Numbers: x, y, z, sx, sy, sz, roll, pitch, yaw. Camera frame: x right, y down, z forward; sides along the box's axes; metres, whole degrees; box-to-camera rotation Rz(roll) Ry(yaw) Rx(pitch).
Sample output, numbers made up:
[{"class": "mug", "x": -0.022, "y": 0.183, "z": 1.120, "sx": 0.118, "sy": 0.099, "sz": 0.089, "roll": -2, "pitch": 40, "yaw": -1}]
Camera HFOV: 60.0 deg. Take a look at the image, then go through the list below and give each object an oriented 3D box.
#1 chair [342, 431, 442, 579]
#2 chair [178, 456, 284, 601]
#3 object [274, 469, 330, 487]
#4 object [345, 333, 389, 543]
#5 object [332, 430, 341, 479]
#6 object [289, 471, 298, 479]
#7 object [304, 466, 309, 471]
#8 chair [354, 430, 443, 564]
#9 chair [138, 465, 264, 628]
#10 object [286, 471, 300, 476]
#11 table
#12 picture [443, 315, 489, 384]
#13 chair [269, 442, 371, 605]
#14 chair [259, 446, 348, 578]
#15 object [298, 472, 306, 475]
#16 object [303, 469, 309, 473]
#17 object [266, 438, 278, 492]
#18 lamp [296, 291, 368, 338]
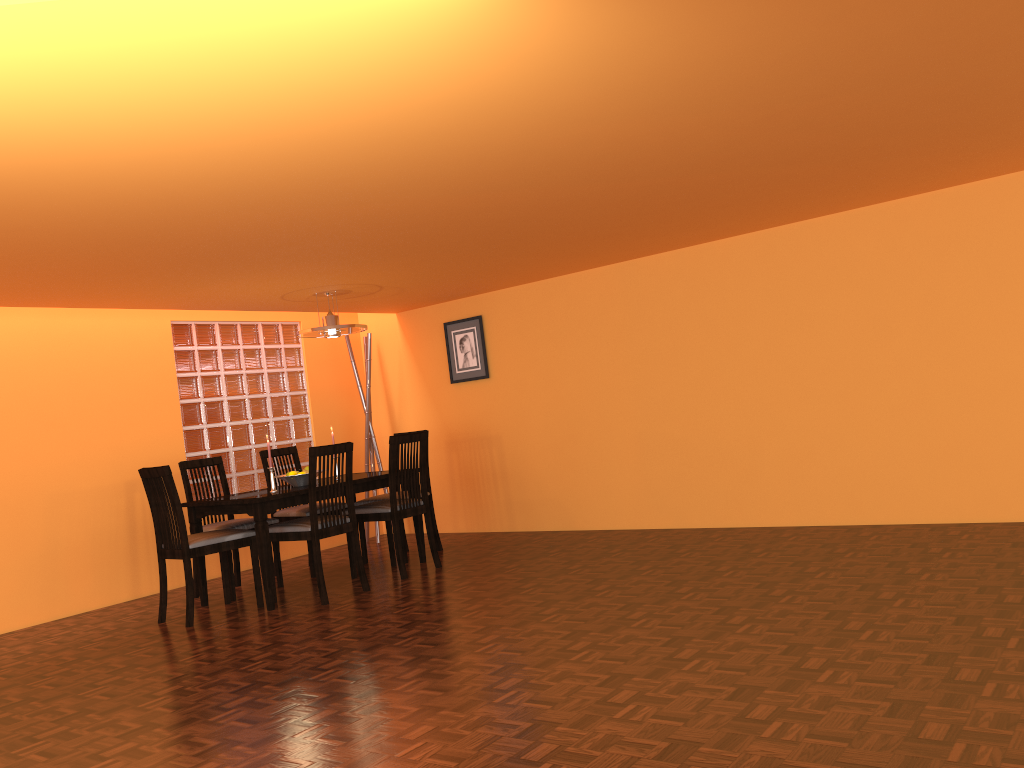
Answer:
[{"class": "chair", "x": -0.709, "y": 0.709, "z": 5.193, "sx": 0.465, "sy": 0.809, "sz": 0.373, "roll": -8, "pitch": -2, "yaw": 37}, {"class": "chair", "x": -1.660, "y": 0.826, "z": 5.192, "sx": 0.465, "sy": 0.809, "sz": 0.373, "roll": -8, "pitch": -2, "yaw": 37}, {"class": "object", "x": -1.226, "y": 0.554, "z": 5.150, "sx": 0.337, "sy": 0.072, "sz": 0.337, "roll": -7, "pitch": -2, "yaw": 3}, {"class": "object", "x": -1.061, "y": 0.406, "z": 6.736, "sx": 0.226, "sy": 1.589, "sz": 0.308, "roll": -6, "pitch": -2, "yaw": -31}, {"class": "object", "x": -1.076, "y": 0.414, "z": 5.380, "sx": 0.044, "sy": 0.326, "sz": 0.044, "roll": -8, "pitch": -2, "yaw": 26}, {"class": "object", "x": -1.248, "y": 0.520, "z": 5.057, "sx": 0.046, "sy": 0.046, "sz": 0.055, "roll": -8, "pitch": -2, "yaw": 20}, {"class": "object", "x": -1.189, "y": 0.516, "z": 5.211, "sx": 0.069, "sy": 0.066, "sz": 0.069, "roll": -6, "pitch": -2, "yaw": -43}, {"class": "chair", "x": -0.738, "y": 0.729, "z": 5.773, "sx": 0.373, "sy": 0.809, "sz": 0.465, "roll": -8, "pitch": -2, "yaw": 32}, {"class": "chair", "x": -1.620, "y": 0.805, "z": 4.608, "sx": 0.373, "sy": 0.809, "sz": 0.465, "roll": -8, "pitch": -2, "yaw": 42}, {"class": "object", "x": -1.268, "y": 0.544, "z": 5.147, "sx": 0.089, "sy": 0.076, "sz": 0.087, "roll": -9, "pitch": -2, "yaw": 43}, {"class": "table", "x": -1.151, "y": 0.876, "z": 5.166, "sx": 0.697, "sy": 0.584, "sz": 1.259, "roll": -8, "pitch": -2, "yaw": 37}, {"class": "picture", "x": -0.335, "y": -0.247, "z": 6.464, "sx": 0.361, "sy": 0.456, "sz": 0.014, "roll": -8, "pitch": -2, "yaw": 37}, {"class": "chair", "x": -1.054, "y": 0.738, "z": 4.732, "sx": 0.465, "sy": 0.809, "sz": 0.373, "roll": -8, "pitch": -2, "yaw": 37}, {"class": "chair", "x": -1.315, "y": 0.797, "z": 5.654, "sx": 0.465, "sy": 0.809, "sz": 0.373, "roll": -8, "pitch": -2, "yaw": 37}, {"class": "object", "x": -1.202, "y": 0.526, "z": 5.079, "sx": 0.055, "sy": 0.046, "sz": 0.046, "roll": -7, "pitch": -2, "yaw": 0}, {"class": "object", "x": -1.171, "y": 0.525, "z": 5.133, "sx": 0.055, "sy": 0.070, "sz": 0.066, "roll": -8, "pitch": -2, "yaw": 18}, {"class": "object", "x": -1.333, "y": 0.433, "z": 4.896, "sx": 0.044, "sy": 0.326, "sz": 0.044, "roll": -8, "pitch": -2, "yaw": 26}, {"class": "lamp", "x": -1.119, "y": -0.423, "z": 5.458, "sx": 0.435, "sy": 0.274, "sz": 0.435, "roll": -6, "pitch": -2, "yaw": -31}]
